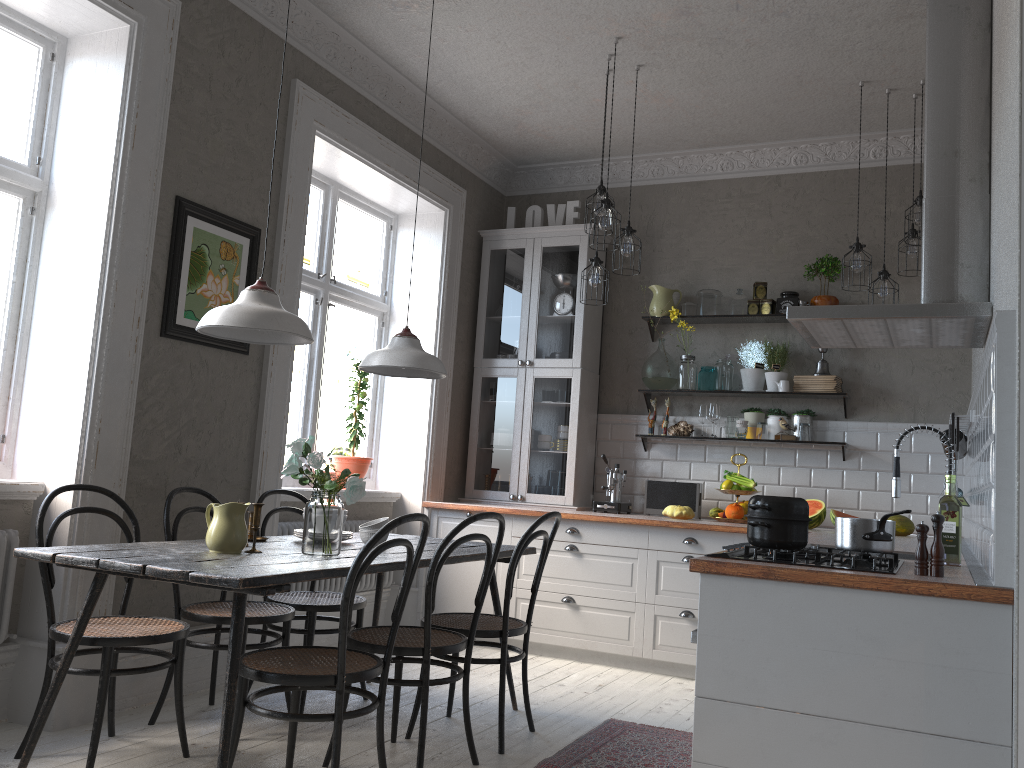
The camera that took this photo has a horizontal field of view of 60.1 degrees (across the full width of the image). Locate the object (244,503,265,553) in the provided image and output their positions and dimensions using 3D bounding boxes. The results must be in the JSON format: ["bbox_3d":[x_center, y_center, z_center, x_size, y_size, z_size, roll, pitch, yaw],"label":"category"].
[{"bbox_3d":[-0.884,0.496,3.057,0.058,0.167,0.060,-1,-8,39],"label":"object"}]

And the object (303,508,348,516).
[{"bbox_3d":[-0.770,0.562,3.642,0.177,0.094,0.181,2,-6,16],"label":"object"}]

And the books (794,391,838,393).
[{"bbox_3d":[1.894,0.060,5.493,0.256,0.011,0.160,0,-7,28],"label":"books"}]

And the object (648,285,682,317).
[{"bbox_3d":[1.012,-0.542,5.907,0.187,0.216,0.177,-1,-8,39],"label":"object"}]

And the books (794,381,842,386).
[{"bbox_3d":[1.898,-0.005,5.500,0.256,0.011,0.160,0,-7,31],"label":"books"}]

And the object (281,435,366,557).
[{"bbox_3d":[-0.657,0.391,3.105,0.307,0.414,0.255,1,-7,23],"label":"object"}]

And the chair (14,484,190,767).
[{"bbox_3d":[-1.392,0.826,3.088,0.538,0.921,0.446,0,-7,33],"label":"chair"}]

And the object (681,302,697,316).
[{"bbox_3d":[1.177,-0.480,5.889,0.101,0.111,0.105,1,-7,25],"label":"object"}]

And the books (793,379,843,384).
[{"bbox_3d":[1.899,-0.016,5.501,0.255,0.016,0.161,-1,-8,37],"label":"books"}]

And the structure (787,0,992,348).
[{"bbox_3d":[1.592,-0.991,3.692,0.701,1.596,0.723,1,-7,25],"label":"structure"}]

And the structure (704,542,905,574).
[{"bbox_3d":[0.887,0.503,2.627,0.488,0.031,0.615,1,-7,25],"label":"structure"}]

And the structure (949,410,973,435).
[{"bbox_3d":[2.146,0.202,4.243,0.093,0.053,1.103,1,-7,26],"label":"structure"}]

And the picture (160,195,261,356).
[{"bbox_3d":[-1.351,-0.475,4.024,0.019,0.620,0.529,1,-7,26],"label":"picture"}]

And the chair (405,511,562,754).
[{"bbox_3d":[-0.103,0.964,3.613,0.541,0.921,0.444,1,-7,23],"label":"chair"}]

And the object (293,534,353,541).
[{"bbox_3d":[-0.775,0.635,3.634,0.232,0.027,0.242,-2,-8,43],"label":"object"}]

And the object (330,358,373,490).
[{"bbox_3d":[-0.968,0.242,5.462,0.265,0.813,0.254,9,-8,-37],"label":"object"}]

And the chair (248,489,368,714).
[{"bbox_3d":[-0.920,0.956,4.027,0.538,0.921,0.447,-1,-8,38],"label":"chair"}]

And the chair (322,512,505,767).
[{"bbox_3d":[-0.332,0.904,3.181,0.538,0.921,0.446,0,-7,33],"label":"chair"}]

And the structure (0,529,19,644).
[{"bbox_3d":[-2.149,0.687,2.808,0.146,0.428,1.241,1,-7,24],"label":"structure"}]

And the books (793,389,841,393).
[{"bbox_3d":[1.895,0.049,5.494,0.256,0.011,0.160,0,-7,31],"label":"books"}]

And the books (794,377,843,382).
[{"bbox_3d":[1.900,-0.026,5.502,0.256,0.016,0.161,0,-7,34],"label":"books"}]

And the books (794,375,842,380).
[{"bbox_3d":[1.901,-0.037,5.503,0.256,0.011,0.160,0,-7,31],"label":"books"}]

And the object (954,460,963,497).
[{"bbox_3d":[2.340,0.441,4.675,0.076,0.379,0.084,1,-7,25],"label":"object"}]

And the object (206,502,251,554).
[{"bbox_3d":[-0.970,0.483,3.004,0.151,0.170,0.134,5,-6,-13],"label":"object"}]

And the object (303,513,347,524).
[{"bbox_3d":[-0.772,0.582,3.639,0.177,0.094,0.181,2,-6,16],"label":"object"}]

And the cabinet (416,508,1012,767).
[{"bbox_3d":[0.941,1.115,4.140,2.013,0.854,4.140,6,-6,-18],"label":"cabinet"}]

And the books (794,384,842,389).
[{"bbox_3d":[1.897,0.017,5.497,0.256,0.011,0.160,0,-7,31],"label":"books"}]

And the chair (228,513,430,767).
[{"bbox_3d":[-0.564,0.837,2.695,0.541,0.921,0.444,1,-7,23],"label":"chair"}]

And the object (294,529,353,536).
[{"bbox_3d":[-0.774,0.618,3.636,0.242,0.027,0.232,9,-8,-42],"label":"object"}]

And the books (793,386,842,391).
[{"bbox_3d":[1.896,0.027,5.496,0.256,0.016,0.161,0,-7,34],"label":"books"}]

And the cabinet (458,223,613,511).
[{"bbox_3d":[0.173,-0.097,6.130,0.865,1.921,0.394,1,-7,25],"label":"cabinet"}]

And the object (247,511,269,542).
[{"bbox_3d":[-1.030,0.562,3.504,0.139,0.112,0.140,3,-6,8],"label":"object"}]

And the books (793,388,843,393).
[{"bbox_3d":[1.895,0.038,5.495,0.255,0.016,0.161,-1,-8,37],"label":"books"}]

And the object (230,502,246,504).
[{"bbox_3d":[-0.979,0.496,3.139,0.063,0.172,0.060,10,-8,-43],"label":"object"}]

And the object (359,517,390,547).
[{"bbox_3d":[-0.559,0.598,3.589,0.122,0.119,0.130,-2,-8,41],"label":"object"}]

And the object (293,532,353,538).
[{"bbox_3d":[-0.774,0.626,3.635,0.239,0.027,0.236,4,-6,-7],"label":"object"}]

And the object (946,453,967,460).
[{"bbox_3d":[2.228,0.301,4.453,0.106,0.161,0.139,-1,-8,37],"label":"object"}]

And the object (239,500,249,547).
[{"bbox_3d":[-1.001,0.505,3.230,0.095,0.172,0.096,3,-6,7],"label":"object"}]

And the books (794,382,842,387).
[{"bbox_3d":[1.898,0.005,5.498,0.256,0.011,0.160,0,-7,28],"label":"books"}]

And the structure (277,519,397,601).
[{"bbox_3d":[-1.033,1.003,5.108,0.146,0.428,1.241,1,-7,24],"label":"structure"}]

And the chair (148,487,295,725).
[{"bbox_3d":[-1.150,0.895,3.593,0.541,0.921,0.444,1,-7,23],"label":"chair"}]

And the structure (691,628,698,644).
[{"bbox_3d":[0.883,0.864,2.573,0.608,0.623,0.632,1,-7,25],"label":"structure"}]
